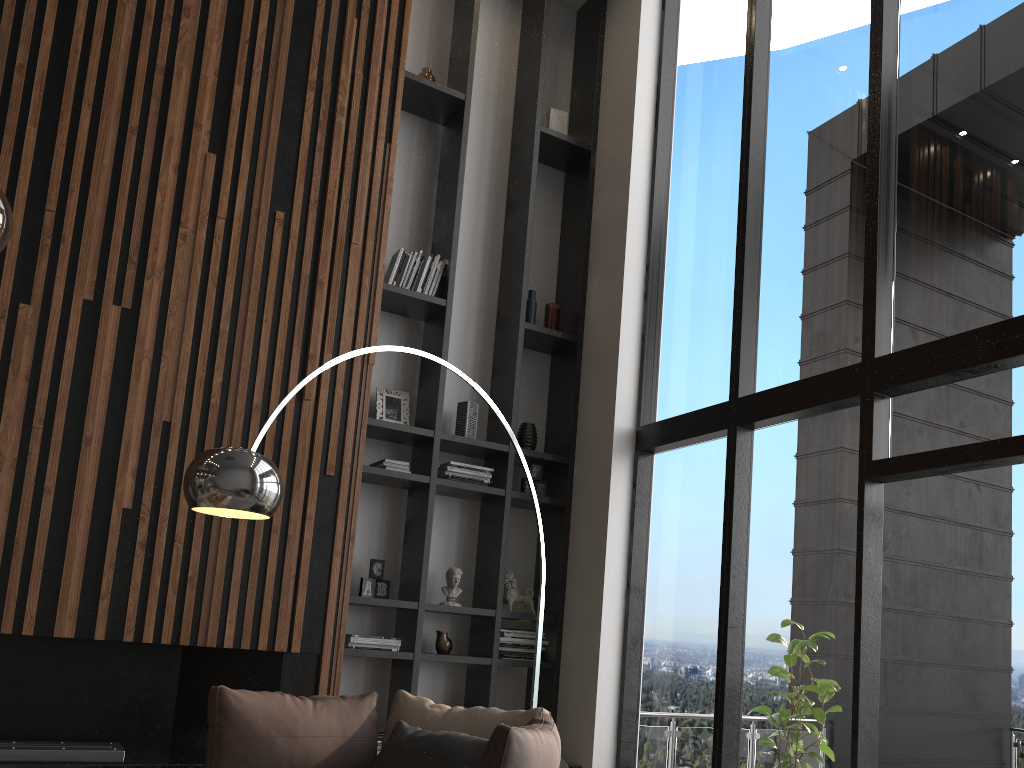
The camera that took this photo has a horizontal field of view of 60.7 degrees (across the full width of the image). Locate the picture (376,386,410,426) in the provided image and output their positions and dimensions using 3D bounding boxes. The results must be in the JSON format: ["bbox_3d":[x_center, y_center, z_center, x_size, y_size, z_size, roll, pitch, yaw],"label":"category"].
[{"bbox_3d":[-0.731,0.157,5.327,0.218,0.264,0.116,10,-11,-27],"label":"picture"}]

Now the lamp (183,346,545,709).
[{"bbox_3d":[-0.437,0.987,3.527,0.321,2.274,2.082,-2,-13,38],"label":"lamp"}]

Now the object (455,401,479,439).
[{"bbox_3d":[-0.286,0.248,5.503,0.105,0.253,0.106,-3,-12,41],"label":"object"}]

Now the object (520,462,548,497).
[{"bbox_3d":[0.144,0.623,5.656,0.190,0.227,0.060,10,-10,-25],"label":"object"}]

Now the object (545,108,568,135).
[{"bbox_3d":[0.303,-1.745,6.030,0.135,0.254,0.085,8,-9,-18],"label":"object"}]

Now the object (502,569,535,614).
[{"bbox_3d":[0.034,1.336,5.625,0.256,0.274,0.132,13,-13,-35],"label":"object"}]

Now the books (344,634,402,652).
[{"bbox_3d":[-0.819,1.498,5.068,0.326,0.076,0.223,13,-18,-28],"label":"books"}]

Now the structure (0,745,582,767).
[{"bbox_3d":[-2.610,1.864,3.877,6.606,0.447,0.680,13,-16,-28],"label":"structure"}]

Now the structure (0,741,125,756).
[{"bbox_3d":[-2.245,1.752,4.169,0.719,0.100,0.305,13,-18,-27],"label":"structure"}]

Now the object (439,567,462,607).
[{"bbox_3d":[-0.370,1.244,5.362,0.138,0.238,0.140,2,-10,13],"label":"object"}]

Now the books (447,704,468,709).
[{"bbox_3d":[-0.374,2.081,5.281,0.336,0.280,0.177,11,-12,-28],"label":"books"}]

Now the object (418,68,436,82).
[{"bbox_3d":[-0.549,-1.909,5.556,0.130,0.168,0.134,0,-12,22],"label":"object"}]

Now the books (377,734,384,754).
[{"bbox_3d":[-0.875,2.040,5.016,0.342,0.124,0.223,13,-17,-28],"label":"books"}]

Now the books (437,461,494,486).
[{"bbox_3d":[-0.304,0.580,5.456,0.326,0.125,0.223,13,-17,-28],"label":"books"}]

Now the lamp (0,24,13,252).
[{"bbox_3d":[-1.305,-2.492,2.018,1.246,4.871,1.245,10,-10,-31],"label":"lamp"}]

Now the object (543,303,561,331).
[{"bbox_3d":[0.266,-0.416,5.866,0.103,0.224,0.103,13,-13,-43],"label":"object"}]

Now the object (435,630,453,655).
[{"bbox_3d":[-0.415,1.577,5.337,0.100,0.139,0.105,3,-11,10],"label":"object"}]

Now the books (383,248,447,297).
[{"bbox_3d":[-0.614,-0.659,5.381,0.371,0.292,0.188,12,-12,-28],"label":"books"}]

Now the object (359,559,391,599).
[{"bbox_3d":[-0.802,1.148,5.144,0.191,0.229,0.060,11,-10,-30],"label":"object"}]

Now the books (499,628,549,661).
[{"bbox_3d":[0.015,1.649,5.546,0.378,0.185,0.222,12,-15,-27],"label":"books"}]

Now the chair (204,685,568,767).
[{"bbox_3d":[-0.519,1.596,3.164,1.443,0.875,1.528,5,-14,-1],"label":"chair"}]

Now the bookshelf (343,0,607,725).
[{"bbox_3d":[-0.251,-0.355,5.582,1.475,5.182,0.342,9,-9,-28],"label":"bookshelf"}]

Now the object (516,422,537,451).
[{"bbox_3d":[0.097,0.369,5.740,0.143,0.212,0.142,12,-13,-36],"label":"object"}]

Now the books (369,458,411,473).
[{"bbox_3d":[-0.736,0.508,5.232,0.177,0.070,0.334,13,-18,-27],"label":"books"}]

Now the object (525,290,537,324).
[{"bbox_3d":[0.122,-0.478,5.786,0.078,0.286,0.080,3,-8,8],"label":"object"}]
